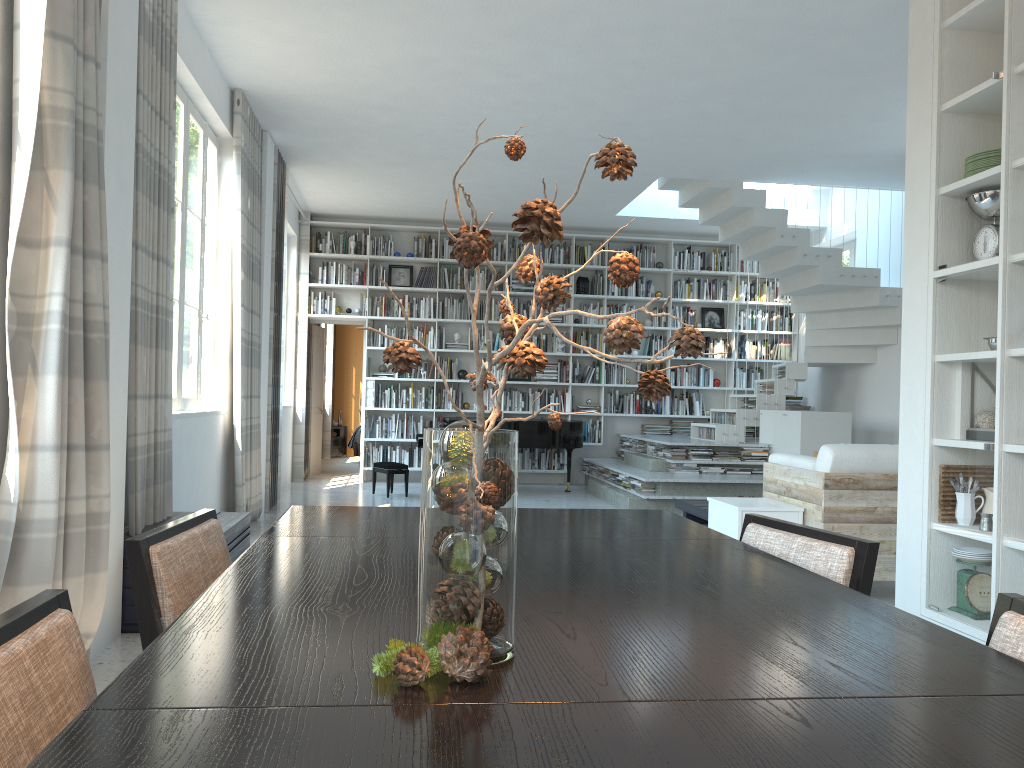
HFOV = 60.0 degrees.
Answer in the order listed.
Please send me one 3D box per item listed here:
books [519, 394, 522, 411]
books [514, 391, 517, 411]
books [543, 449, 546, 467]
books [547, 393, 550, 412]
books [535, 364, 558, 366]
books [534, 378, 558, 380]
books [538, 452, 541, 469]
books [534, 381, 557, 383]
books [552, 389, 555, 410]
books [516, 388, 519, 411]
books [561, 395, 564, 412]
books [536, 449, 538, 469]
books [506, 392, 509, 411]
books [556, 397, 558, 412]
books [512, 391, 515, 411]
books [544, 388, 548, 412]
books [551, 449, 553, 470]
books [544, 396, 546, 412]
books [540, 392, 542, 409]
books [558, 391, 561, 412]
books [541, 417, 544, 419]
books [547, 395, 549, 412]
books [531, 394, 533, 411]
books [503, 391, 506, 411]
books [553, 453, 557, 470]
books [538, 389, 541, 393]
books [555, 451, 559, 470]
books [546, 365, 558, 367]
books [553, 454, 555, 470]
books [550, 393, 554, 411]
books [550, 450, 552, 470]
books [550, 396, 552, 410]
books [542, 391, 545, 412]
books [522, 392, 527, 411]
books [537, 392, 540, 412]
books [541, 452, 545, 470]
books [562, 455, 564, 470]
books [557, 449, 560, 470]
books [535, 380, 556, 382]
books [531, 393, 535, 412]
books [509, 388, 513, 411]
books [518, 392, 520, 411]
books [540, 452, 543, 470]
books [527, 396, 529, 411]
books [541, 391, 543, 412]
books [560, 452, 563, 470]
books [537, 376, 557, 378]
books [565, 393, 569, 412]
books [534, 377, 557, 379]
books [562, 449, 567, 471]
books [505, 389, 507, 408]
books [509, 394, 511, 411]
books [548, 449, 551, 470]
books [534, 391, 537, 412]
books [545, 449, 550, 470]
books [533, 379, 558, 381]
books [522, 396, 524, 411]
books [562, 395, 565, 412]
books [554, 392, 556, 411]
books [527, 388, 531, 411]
[{"bbox_3d":[0.100,0.231,11.114,0.023,0.217,0.174,2,-1,-7],"label":"books"},{"bbox_3d":[0.040,0.215,11.113,0.027,0.245,0.179,2,-1,-7],"label":"books"},{"bbox_3d":[0.405,0.925,11.150,0.011,0.292,0.184,2,-1,-7],"label":"books"},{"bbox_3d":[0.460,0.233,11.174,0.014,0.235,0.154,2,-1,-7],"label":"books"},{"bbox_3d":[0.426,-0.240,11.165,0.285,0.012,0.159,2,-1,-12],"label":"books"},{"bbox_3d":[0.419,-0.059,11.173,0.285,0.012,0.159,2,-1,-8],"label":"books"},{"bbox_3d":[0.336,0.964,11.167,0.040,0.212,0.129,2,-1,-7],"label":"books"},{"bbox_3d":[0.419,-0.023,11.166,0.254,0.012,0.161,2,-1,-11],"label":"books"},{"bbox_3d":[0.521,0.205,11.181,0.014,0.294,0.137,2,0,-7],"label":"books"},{"bbox_3d":[0.061,0.198,11.113,0.013,0.282,0.166,2,0,-7],"label":"books"},{"bbox_3d":[0.623,0.249,11.178,0.042,0.212,0.169,2,-1,-7],"label":"books"},{"bbox_3d":[0.306,0.938,11.155,0.024,0.262,0.131,2,0,-7],"label":"books"},{"bbox_3d":[-0.060,0.218,11.095,0.027,0.234,0.167,2,-1,-7],"label":"books"},{"bbox_3d":[0.554,0.261,11.168,0.023,0.183,0.169,2,-1,-7],"label":"books"},{"bbox_3d":[0.013,0.214,11.128,0.024,0.247,0.132,2,0,-7],"label":"books"},{"bbox_3d":[0.424,0.201,11.161,0.012,0.296,0.177,2,-1,-7],"label":"books"},{"bbox_3d":[0.499,0.945,11.164,0.011,0.258,0.171,2,-1,-7],"label":"books"},{"bbox_3d":[0.406,0.247,11.169,0.021,0.203,0.128,2,-1,-7],"label":"books"},{"bbox_3d":[0.352,0.222,11.166,0.011,0.251,0.158,2,-1,-7],"label":"books"},{"bbox_3d":[0.588,0.218,11.185,0.026,0.272,0.175,2,-1,-7],"label":"books"},{"bbox_3d":[0.379,0.568,11.090,0.013,0.303,0.181,2,-1,-7],"label":"books"},{"bbox_3d":[0.442,0.246,11.161,0.024,0.207,0.183,2,-1,-7],"label":"books"},{"bbox_3d":[0.240,0.234,11.153,0.025,0.220,0.140,2,-1,-7],"label":"books"},{"bbox_3d":[-0.101,0.213,11.108,0.029,0.244,0.154,2,-1,-7],"label":"books"},{"bbox_3d":[0.539,0.973,11.169,0.022,0.205,0.191,2,-1,-7],"label":"books"},{"bbox_3d":[0.340,0.204,11.171,0.014,0.286,0.134,2,0,-7],"label":"books"},{"bbox_3d":[0.562,0.963,11.184,0.028,0.227,0.162,2,-1,-7],"label":"books"},{"bbox_3d":[0.424,-0.228,11.172,0.285,0.012,0.159,2,-1,-5],"label":"books"},{"bbox_3d":[0.515,0.980,11.176,0.024,0.191,0.155,2,-1,-7],"label":"books"},{"bbox_3d":[0.503,0.234,11.167,0.023,0.234,0.174,2,-1,-7],"label":"books"},{"bbox_3d":[0.478,0.955,11.176,0.028,0.238,0.140,2,0,-7],"label":"books"},{"bbox_3d":[0.479,0.249,11.164,0.023,0.204,0.167,2,-1,-7],"label":"books"},{"bbox_3d":[0.384,0.216,11.152,0.028,0.264,0.161,2,-1,-7],"label":"books"},{"bbox_3d":[0.154,0.223,11.123,0.029,0.238,0.165,2,-1,-7],"label":"books"},{"bbox_3d":[0.322,0.224,11.144,0.026,0.245,0.191,2,-1,-7],"label":"books"},{"bbox_3d":[0.384,0.966,11.146,0.029,0.210,0.170,2,-1,-7],"label":"books"},{"bbox_3d":[0.629,0.988,11.189,0.023,0.182,0.148,2,-1,-7],"label":"books"},{"bbox_3d":[0.584,0.949,11.178,0.013,0.256,0.176,2,-1,-7],"label":"books"},{"bbox_3d":[0.419,-0.035,11.171,0.254,0.012,0.161,2,-1,-5],"label":"books"},{"bbox_3d":[0.268,0.226,11.149,0.031,0.237,0.159,2,-1,-7],"label":"books"},{"bbox_3d":[-0.012,0.192,11.130,0.027,0.290,0.140,2,0,-7],"label":"books"},{"bbox_3d":[0.075,0.217,11.133,0.021,0.244,0.141,2,0,-7],"label":"books"},{"bbox_3d":[0.365,0.968,11.139,0.010,0.206,0.180,2,-1,-7],"label":"books"},{"bbox_3d":[0.193,0.244,11.125,0.023,0.196,0.165,2,-1,-7],"label":"books"},{"bbox_3d":[0.364,0.217,11.156,0.010,0.261,0.181,2,-1,-7],"label":"books"},{"bbox_3d":[0.605,0.969,11.174,0.029,0.218,0.191,2,-1,-7],"label":"books"},{"bbox_3d":[0.421,-0.084,11.165,0.254,0.012,0.161,2,-1,-12],"label":"books"},{"bbox_3d":[0.683,0.233,11.181,0.033,0.246,0.176,2,-1,-7],"label":"books"},{"bbox_3d":[0.421,-0.072,11.164,0.285,0.012,0.159,2,-1,-2],"label":"books"},{"bbox_3d":[0.668,0.944,11.125,0.038,0.269,0.277,2,-1,-7],"label":"books"},{"bbox_3d":[-0.080,0.197,11.103,0.011,0.275,0.146,2,0,-7],"label":"books"},{"bbox_3d":[-0.036,0.232,11.110,0.024,0.208,0.170,2,-1,-7],"label":"books"},{"bbox_3d":[0.461,0.915,11.151,0.013,0.317,0.186,2,0,-7],"label":"books"},{"bbox_3d":[0.294,0.219,11.168,0.025,0.254,0.136,2,0,-7],"label":"books"},{"bbox_3d":[0.433,0.947,11.143,0.044,0.251,0.187,2,-1,-7],"label":"books"},{"bbox_3d":[0.420,-0.048,11.164,0.285,0.012,0.159,2,-1,-12],"label":"books"},{"bbox_3d":[0.125,0.249,11.112,0.029,0.184,0.174,2,-1,-7],"label":"books"},{"bbox_3d":[0.649,0.247,11.183,0.011,0.216,0.166,2,-1,-7],"label":"books"},{"bbox_3d":[0.533,0.225,11.191,0.014,0.256,0.145,2,0,-7],"label":"books"},{"bbox_3d":[0.217,0.198,11.142,0.026,0.291,0.152,2,0,-7],"label":"books"}]
